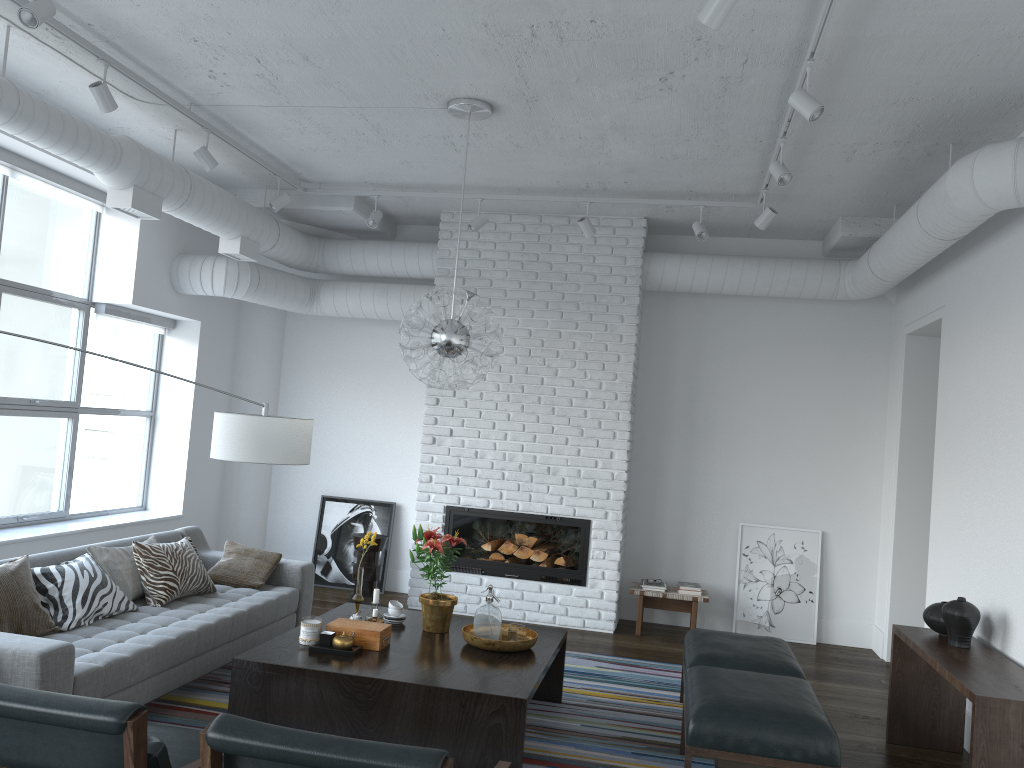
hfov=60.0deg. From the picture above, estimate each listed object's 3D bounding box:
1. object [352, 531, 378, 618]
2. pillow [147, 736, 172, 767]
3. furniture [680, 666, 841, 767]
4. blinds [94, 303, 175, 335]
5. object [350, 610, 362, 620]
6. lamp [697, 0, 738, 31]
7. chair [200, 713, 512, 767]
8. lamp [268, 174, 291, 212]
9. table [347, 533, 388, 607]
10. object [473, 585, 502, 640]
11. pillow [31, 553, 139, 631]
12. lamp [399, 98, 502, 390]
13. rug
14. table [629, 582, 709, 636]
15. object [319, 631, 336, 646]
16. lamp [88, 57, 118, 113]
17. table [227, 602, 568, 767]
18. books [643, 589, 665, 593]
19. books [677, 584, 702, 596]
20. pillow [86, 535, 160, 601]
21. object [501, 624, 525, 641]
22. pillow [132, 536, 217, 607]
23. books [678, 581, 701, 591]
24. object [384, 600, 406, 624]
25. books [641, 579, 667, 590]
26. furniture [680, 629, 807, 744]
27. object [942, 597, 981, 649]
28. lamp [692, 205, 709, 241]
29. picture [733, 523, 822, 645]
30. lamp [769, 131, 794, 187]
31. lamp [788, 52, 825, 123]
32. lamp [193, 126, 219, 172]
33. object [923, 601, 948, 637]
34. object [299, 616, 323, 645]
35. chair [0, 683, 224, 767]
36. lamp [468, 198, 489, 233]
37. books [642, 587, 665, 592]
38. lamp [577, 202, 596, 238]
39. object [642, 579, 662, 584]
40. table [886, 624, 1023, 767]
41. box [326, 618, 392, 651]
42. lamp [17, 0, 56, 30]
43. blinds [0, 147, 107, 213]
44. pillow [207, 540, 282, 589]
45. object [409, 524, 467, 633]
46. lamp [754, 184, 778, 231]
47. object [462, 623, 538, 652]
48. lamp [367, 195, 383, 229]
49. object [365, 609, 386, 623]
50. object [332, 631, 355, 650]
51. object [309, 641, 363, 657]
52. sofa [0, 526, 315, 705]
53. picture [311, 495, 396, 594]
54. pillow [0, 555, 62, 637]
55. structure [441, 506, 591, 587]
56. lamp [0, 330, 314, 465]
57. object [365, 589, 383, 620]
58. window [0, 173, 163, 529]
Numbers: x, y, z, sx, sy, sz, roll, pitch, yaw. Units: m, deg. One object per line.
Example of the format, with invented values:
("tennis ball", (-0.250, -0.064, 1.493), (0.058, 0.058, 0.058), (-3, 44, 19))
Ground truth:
("object", (-0.801, 1.040, 4.821), (0.121, 0.470, 0.120), (3, -3, 27))
("pillow", (-1.278, 1.137, 2.621), (0.612, 0.293, 0.246), (4, -3, 11))
("furniture", (1.037, 1.542, 3.822), (0.583, 0.476, 0.827), (4, -3, 11))
("blinds", (-2.888, -0.492, 6.829), (0.086, 0.130, 0.903), (4, -3, 11))
("object", (-0.827, 1.234, 4.690), (0.069, 0.078, 0.124), (5, -3, -7))
("lamp", (0.700, -1.332, 2.975), (0.088, 0.285, 0.154), (7, -3, -34))
("chair", (-0.414, 1.256, 2.651), (0.678, 0.698, 0.983), (4, -3, 11))
("lamp", (-1.646, -1.359, 6.310), (0.154, 0.285, 0.087), (6, -3, -30))
("table", (-1.136, 1.469, 6.950), (0.282, 0.558, 0.281), (5, -3, -10))
("object", (-0.120, 1.169, 4.528), (0.143, 0.288, 0.143), (6, -3, -18))
("pillow", (-2.149, 1.032, 4.391), (0.346, 0.283, 0.578), (4, -3, 11))
("lamp", (-0.290, -0.740, 4.789), (0.552, 1.546, 0.552), (5, -3, -2))
("rug", (-0.403, 1.685, 4.341), (2.735, 0.012, 3.760), (4, -3, 11))
("table", (1.214, 1.782, 6.928), (0.605, 0.345, 0.405), (4, -3, 11))
("object", (-0.864, 1.191, 4.149), (0.058, 0.055, 0.058), (4, -3, 11))
("lamp", (-2.013, -1.484, 4.383), (0.087, 0.285, 0.154), (4, -3, 20))
("table", (-0.470, 1.480, 4.403), (1.306, 0.394, 1.362), (4, -3, 11))
("books", (1.115, 1.599, 6.959), (0.172, 0.011, 0.273), (4, -3, 10))
("books", (1.383, 1.607, 6.921), (0.185, 0.032, 0.267), (4, -3, 9))
("pillow", (-2.086, 1.041, 4.957), (0.254, 0.318, 0.663), (4, -3, 11))
("object", (0.002, 1.275, 4.481), (0.085, 0.089, 0.195), (4, -3, 20))
("pillow", (-1.905, 1.033, 4.995), (0.271, 0.340, 0.576), (4, -3, 15))
("books", (1.386, 1.580, 6.931), (0.173, 0.025, 0.238), (4, -3, 9))
("object", (-0.630, 1.231, 4.792), (0.121, 0.113, 0.124), (3, -3, 30))
("books", (1.112, 1.573, 6.961), (0.202, 0.019, 0.280), (4, -3, 9))
("furniture", (1.193, 1.595, 4.658), (0.584, 0.478, 0.828), (4, -3, 11))
("object", (2.193, 1.162, 4.336), (0.171, 0.236, 0.171), (4, -3, 16))
("lamp", (1.308, -1.127, 6.151), (0.093, 0.285, 0.154), (5, -3, -11))
("picture", (2.112, 1.584, 7.068), (0.637, 0.884, 0.093), (4, -3, 11))
("lamp", (1.434, -1.187, 4.725), (0.094, 0.285, 0.154), (5, -3, -16))
("lamp", (1.251, -1.249, 3.760), (0.154, 0.285, 0.100), (3, -3, 34))
("lamp", (-1.838, -1.423, 5.342), (0.154, 0.285, 0.087), (7, -3, -35))
("object", (2.245, 1.211, 4.559), (0.245, 0.168, 0.245), (5, -3, 2))
("object", (-0.955, 1.176, 4.222), (0.106, 0.116, 0.117), (5, -3, -9))
("chair", (-1.240, 1.197, 2.809), (0.678, 0.698, 0.983), (4, -3, 11))
("lamp", (-0.239, -1.238, 6.452), (0.154, 0.285, 0.090), (6, -3, -21))
("books", (1.111, 1.587, 6.949), (0.171, 0.011, 0.306), (4, -3, 10))
("lamp", (0.533, -1.183, 6.304), (0.154, 0.285, 0.097), (7, -4, -39))
("object", (1.100, 1.545, 6.973), (0.134, 0.038, 0.093), (6, -3, -22))
("table", (2.077, 1.566, 4.043), (0.375, 0.617, 1.362), (4, -3, 11))
("box", (-0.740, 1.207, 4.277), (0.294, 0.093, 0.169), (4, -3, 11))
("lamp", (-1.854, -1.516, 3.466), (0.095, 0.285, 0.154), (4, -3, 4))
("blinds", (-3.246, -1.405, 4.623), (0.086, 0.130, 3.613), (4, -3, 11))
("pillow", (-1.683, 1.135, 5.532), (0.427, 0.261, 0.236), (4, -3, 12))
("object", (-0.407, 1.021, 4.672), (0.284, 0.558, 0.275), (6, -3, -27))
("lamp", (1.621, -1.126, 5.664), (0.104, 0.285, 0.154), (7, -4, -39))
("object", (-0.063, 1.283, 4.475), (0.383, 0.068, 0.383), (7, -3, -37))
("lamp", (-1.019, -1.294, 6.600), (0.095, 0.285, 0.154), (4, -3, 9))
("object", (-0.719, 1.226, 4.656), (0.102, 0.098, 0.102), (7, -4, -40))
("object", (-0.781, 1.185, 4.113), (0.103, 0.077, 0.103), (6, -3, -17))
("object", (-0.816, 1.228, 4.117), (0.214, 0.023, 0.130), (4, -3, 11))
("sofa", (-1.993, 1.230, 4.593), (0.991, 0.684, 2.541), (4, -3, 11))
("picture", (-1.385, 1.386, 7.692), (0.686, 0.775, 0.130), (4, -3, 11))
("pillow", (-2.286, 0.964, 3.880), (0.298, 0.338, 0.597), (4, -3, 20))
("structure", (0.080, 1.313, 7.236), (1.168, 0.578, 0.675), (4, -3, 11))
("lamp", (-1.760, 0.654, 3.328), (0.432, 1.738, 2.162), (2, -4, 45))
("object", (-0.742, 1.194, 4.820), (0.098, 0.174, 0.098), (4, -3, 5))
("window", (-3.314, -0.282, 5.039), (0.107, 2.340, 4.566), (4, -3, 11))
